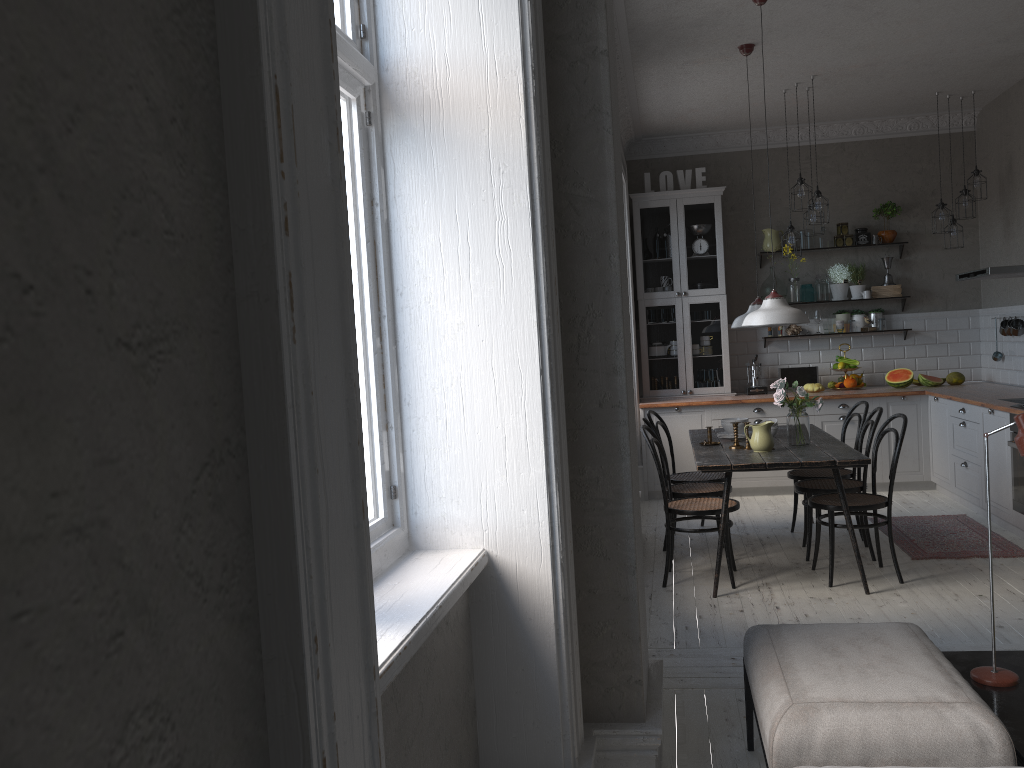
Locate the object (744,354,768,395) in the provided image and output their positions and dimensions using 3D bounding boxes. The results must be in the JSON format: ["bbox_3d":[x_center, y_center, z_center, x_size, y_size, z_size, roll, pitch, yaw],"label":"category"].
[{"bbox_3d":[2.234,-0.089,8.117,0.204,0.370,0.355,-3,2,10],"label":"object"}]

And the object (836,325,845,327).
[{"bbox_3d":[3.019,-0.515,8.145,0.077,0.051,0.077,-3,2,2],"label":"object"}]

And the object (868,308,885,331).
[{"bbox_3d":[3.391,-0.601,8.235,0.158,0.213,0.153,-3,2,7],"label":"object"}]

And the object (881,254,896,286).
[{"bbox_3d":[3.460,-1.048,8.153,0.131,0.288,0.130,-4,2,-6],"label":"object"}]

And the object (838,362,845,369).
[{"bbox_3d":[2.972,-0.166,7.994,0.058,0.069,0.080,-2,3,29],"label":"object"}]

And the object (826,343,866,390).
[{"bbox_3d":[3.033,-0.159,8.057,0.353,0.425,0.350,-4,2,-6],"label":"object"}]

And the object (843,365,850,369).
[{"bbox_3d":[3.017,-0.146,8.004,0.063,0.061,0.067,-3,2,9],"label":"object"}]

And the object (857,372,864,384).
[{"bbox_3d":[3.165,-0.061,8.060,0.060,0.120,0.128,-2,3,33],"label":"object"}]

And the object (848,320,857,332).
[{"bbox_3d":[3.141,-0.535,8.183,0.077,0.108,0.078,-3,2,2],"label":"object"}]

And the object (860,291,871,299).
[{"bbox_3d":[3.246,-0.817,8.105,0.104,0.071,0.064,-1,3,39],"label":"object"}]

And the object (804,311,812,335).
[{"bbox_3d":[2.761,-0.571,8.283,0.082,0.217,0.081,-4,2,-5],"label":"object"}]

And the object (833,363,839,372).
[{"bbox_3d":[2.972,-0.153,8.070,0.096,0.078,0.101,-4,2,-4],"label":"object"}]

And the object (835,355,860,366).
[{"bbox_3d":[3.039,-0.214,8.026,0.208,0.101,0.068,-3,3,15],"label":"object"}]

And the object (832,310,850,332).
[{"bbox_3d":[3.072,-0.589,8.262,0.158,0.217,0.154,-4,2,-11],"label":"object"}]

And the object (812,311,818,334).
[{"bbox_3d":[2.845,-0.575,8.267,0.082,0.217,0.081,-4,2,-5],"label":"object"}]

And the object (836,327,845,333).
[{"bbox_3d":[3.020,-0.497,8.145,0.077,0.051,0.077,-3,2,2],"label":"object"}]

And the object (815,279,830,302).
[{"bbox_3d":[2.867,-0.864,8.180,0.122,0.206,0.127,-2,3,32],"label":"object"}]

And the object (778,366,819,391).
[{"bbox_3d":[2.636,-0.042,8.153,0.349,0.226,0.088,-3,2,8],"label":"object"}]

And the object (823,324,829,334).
[{"bbox_3d":[2.942,-0.514,8.275,0.076,0.083,0.079,-2,3,27],"label":"object"}]

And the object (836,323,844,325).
[{"bbox_3d":[3.018,-0.532,8.144,0.076,0.051,0.078,-2,3,28],"label":"object"}]

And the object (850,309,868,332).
[{"bbox_3d":[3.227,-0.593,8.249,0.170,0.214,0.150,-1,3,39],"label":"object"}]

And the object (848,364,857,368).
[{"bbox_3d":[3.078,-0.149,8.030,0.076,0.062,0.099,-4,3,-18],"label":"object"}]

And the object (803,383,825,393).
[{"bbox_3d":[2.701,0.034,7.942,0.195,0.083,0.190,-3,2,9],"label":"object"}]

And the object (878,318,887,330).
[{"bbox_3d":[3.392,-0.547,8.122,0.077,0.108,0.078,-3,2,2],"label":"object"}]

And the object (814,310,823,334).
[{"bbox_3d":[2.832,-0.570,8.178,0.082,0.217,0.081,-4,2,-5],"label":"object"}]

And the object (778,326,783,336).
[{"bbox_3d":[2.521,-0.578,8.299,0.052,0.264,0.063,-1,4,45],"label":"object"}]

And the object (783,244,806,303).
[{"bbox_3d":[2.587,-1.016,8.155,0.191,0.540,0.281,-3,2,1],"label":"object"}]

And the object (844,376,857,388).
[{"bbox_3d":[3.031,-0.015,7.938,0.114,0.111,0.110,-4,3,-24],"label":"object"}]

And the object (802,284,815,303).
[{"bbox_3d":[2.762,-0.845,8.286,0.125,0.172,0.127,-3,2,12],"label":"object"}]

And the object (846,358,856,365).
[{"bbox_3d":[3.079,-0.209,8.090,0.177,0.096,0.090,-2,3,29],"label":"object"}]

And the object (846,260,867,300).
[{"bbox_3d":[3.183,-0.969,8.170,0.187,0.380,0.166,-5,3,-30],"label":"object"}]

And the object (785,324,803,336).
[{"bbox_3d":[2.623,-0.507,8.264,0.178,0.111,0.095,-4,2,-14],"label":"object"}]

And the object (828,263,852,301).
[{"bbox_3d":[3.062,-0.953,8.240,0.241,0.354,0.238,-2,3,27],"label":"object"}]

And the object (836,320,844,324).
[{"bbox_3d":[3.016,-0.557,8.143,0.077,0.051,0.077,-4,2,-5],"label":"object"}]

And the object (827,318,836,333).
[{"bbox_3d":[2.958,-0.540,8.196,0.080,0.139,0.078,-4,3,-18],"label":"object"}]

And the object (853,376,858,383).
[{"bbox_3d":[3.083,-0.032,8.006,0.087,0.078,0.089,-2,3,35],"label":"object"}]

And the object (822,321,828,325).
[{"bbox_3d":[2.940,-0.547,8.274,0.076,0.083,0.079,-2,3,27],"label":"object"}]

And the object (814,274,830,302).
[{"bbox_3d":[2.914,-0.901,8.325,0.130,0.264,0.133,-3,3,14],"label":"object"}]

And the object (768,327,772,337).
[{"bbox_3d":[2.420,-0.573,8.329,0.054,0.264,0.060,-4,3,-20],"label":"object"}]

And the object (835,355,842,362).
[{"bbox_3d":[2.973,-0.232,8.039,0.073,0.058,0.050,-4,2,-15],"label":"object"}]

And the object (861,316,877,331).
[{"bbox_3d":[3.287,-0.559,8.154,0.120,0.147,0.099,-4,3,-23],"label":"object"}]
